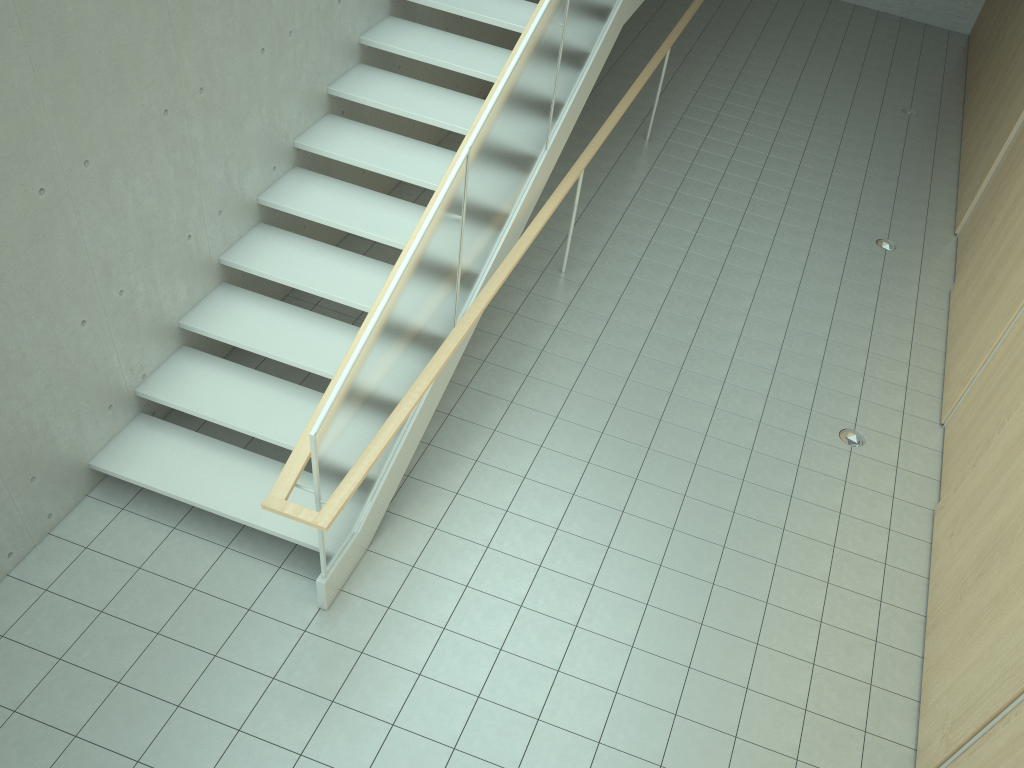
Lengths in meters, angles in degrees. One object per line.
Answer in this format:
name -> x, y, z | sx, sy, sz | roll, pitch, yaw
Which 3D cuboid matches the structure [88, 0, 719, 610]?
structure -> 0.561, -3.972, 6.686 | 1.857, 4.940, 10.993 | 20, 47, 12
